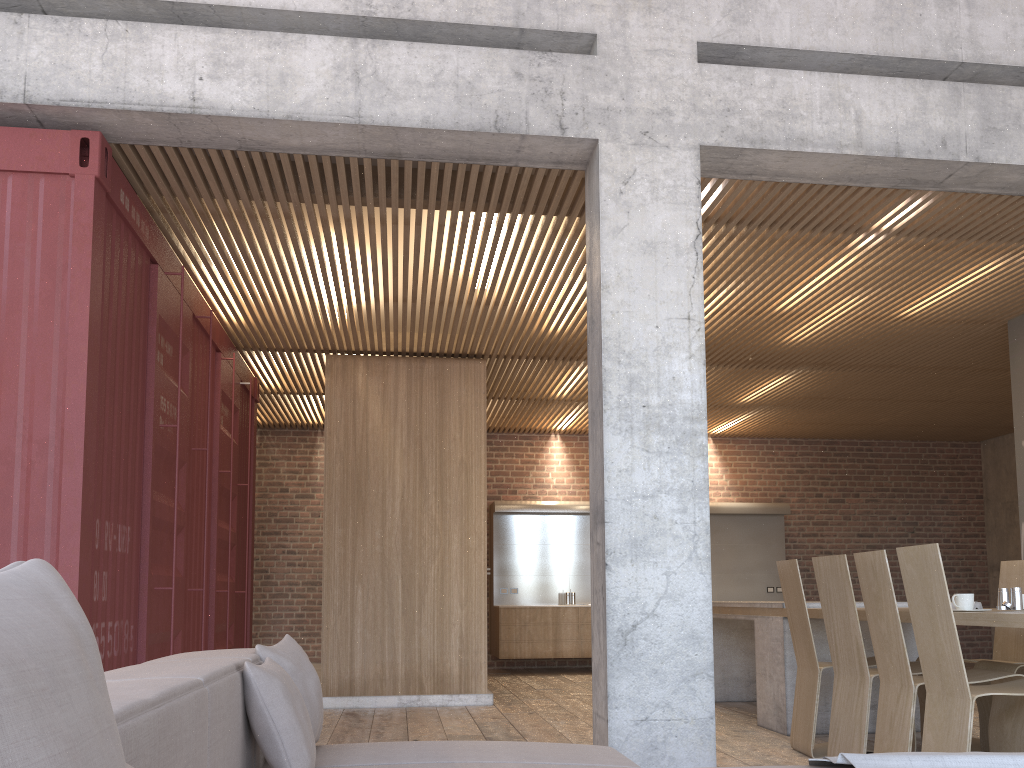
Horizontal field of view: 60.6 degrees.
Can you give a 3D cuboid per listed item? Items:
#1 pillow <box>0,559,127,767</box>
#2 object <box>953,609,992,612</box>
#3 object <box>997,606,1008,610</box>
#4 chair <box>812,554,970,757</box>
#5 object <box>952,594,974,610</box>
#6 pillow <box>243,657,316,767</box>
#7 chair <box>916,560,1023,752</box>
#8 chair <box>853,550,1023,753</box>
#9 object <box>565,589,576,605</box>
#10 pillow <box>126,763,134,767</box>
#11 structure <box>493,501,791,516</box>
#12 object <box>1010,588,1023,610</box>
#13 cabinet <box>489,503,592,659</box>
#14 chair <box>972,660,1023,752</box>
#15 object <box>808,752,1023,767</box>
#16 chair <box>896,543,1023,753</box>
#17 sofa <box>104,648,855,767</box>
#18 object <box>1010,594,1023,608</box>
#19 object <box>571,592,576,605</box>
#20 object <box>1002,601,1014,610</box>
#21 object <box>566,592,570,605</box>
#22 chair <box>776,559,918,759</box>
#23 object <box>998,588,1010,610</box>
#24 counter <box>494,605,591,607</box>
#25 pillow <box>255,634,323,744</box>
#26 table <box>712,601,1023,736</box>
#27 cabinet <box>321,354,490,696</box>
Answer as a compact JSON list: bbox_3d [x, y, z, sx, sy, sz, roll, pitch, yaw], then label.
[{"bbox_3d":[-0.370,0.379,0.563,0.221,0.546,0.576,0,-10,-5],"label":"pillow"},{"bbox_3d":[2.300,1.152,4.455,0.186,0.013,0.189,5,-15,-21],"label":"object"},{"bbox_3d":[2.453,1.121,4.387,0.051,0.019,0.052,5,-14,-24],"label":"object"},{"bbox_3d":[2.133,1.564,4.940,0.722,1.173,0.354,1,-6,-10],"label":"chair"},{"bbox_3d":[2.292,1.108,4.448,0.094,0.086,0.118,-8,-13,36],"label":"object"},{"bbox_3d":[-0.624,0.921,2.382,0.187,0.351,0.379,1,-10,-8],"label":"pillow"},{"bbox_3d":[2.969,1.709,5.557,0.722,1.173,0.354,2,-6,-13],"label":"chair"},{"bbox_3d":[2.182,1.441,4.438,0.722,1.173,0.355,0,-6,-2],"label":"chair"},{"bbox_3d":[0.765,2.785,11.464,0.144,0.207,0.053,1,-6,-7],"label":"object"},{"bbox_3d":[-0.300,0.545,0.822,0.170,0.365,0.382,4,-11,-33],"label":"pillow"},{"bbox_3d":[1.784,1.679,11.864,4.077,0.154,0.213,1,-11,-7],"label":"structure"},{"bbox_3d":[2.532,1.078,4.400,0.053,0.110,0.053,-6,-9,37],"label":"object"},{"bbox_3d":[1.791,2.596,11.766,4.115,2.037,1.096,1,-7,-7],"label":"cabinet"},{"bbox_3d":[3.094,1.588,5.065,0.722,1.173,0.355,1,-6,-7],"label":"chair"},{"bbox_3d":[1.647,1.256,2.357,1.598,0.493,1.068,-3,-13,11],"label":"object"},{"bbox_3d":[2.185,1.317,3.930,0.722,1.173,0.355,0,-6,-4],"label":"chair"},{"bbox_3d":[0.562,0.941,1.596,3.010,0.769,3.070,1,-13,-7],"label":"sofa"},{"bbox_3d":[2.789,1.195,4.801,0.117,0.086,0.095,7,-12,-33],"label":"object"},{"bbox_3d":[0.800,2.804,11.467,0.060,0.156,0.061,-1,-7,8],"label":"object"},{"bbox_3d":[2.476,1.106,4.380,0.051,0.044,0.052,-2,-10,11],"label":"object"},{"bbox_3d":[0.730,2.803,11.457,0.060,0.156,0.061,-1,-7,8],"label":"object"},{"bbox_3d":[2.074,1.686,5.441,0.722,1.173,0.355,0,-6,-2],"label":"chair"},{"bbox_3d":[2.492,1.090,4.443,0.053,0.107,0.053,-6,-9,37],"label":"object"},{"bbox_3d":[1.820,2.907,11.523,4.077,0.020,0.669,1,-14,-7],"label":"counter"},{"bbox_3d":[-0.695,0.980,2.772,0.188,0.359,0.370,0,-10,-2],"label":"pillow"},{"bbox_3d":[2.398,1.998,6.159,1.012,0.901,5.314,1,-14,-7],"label":"table"},{"bbox_3d":[-1.190,1.707,9.852,1.518,3.063,3.842,1,-11,-7],"label":"cabinet"}]
